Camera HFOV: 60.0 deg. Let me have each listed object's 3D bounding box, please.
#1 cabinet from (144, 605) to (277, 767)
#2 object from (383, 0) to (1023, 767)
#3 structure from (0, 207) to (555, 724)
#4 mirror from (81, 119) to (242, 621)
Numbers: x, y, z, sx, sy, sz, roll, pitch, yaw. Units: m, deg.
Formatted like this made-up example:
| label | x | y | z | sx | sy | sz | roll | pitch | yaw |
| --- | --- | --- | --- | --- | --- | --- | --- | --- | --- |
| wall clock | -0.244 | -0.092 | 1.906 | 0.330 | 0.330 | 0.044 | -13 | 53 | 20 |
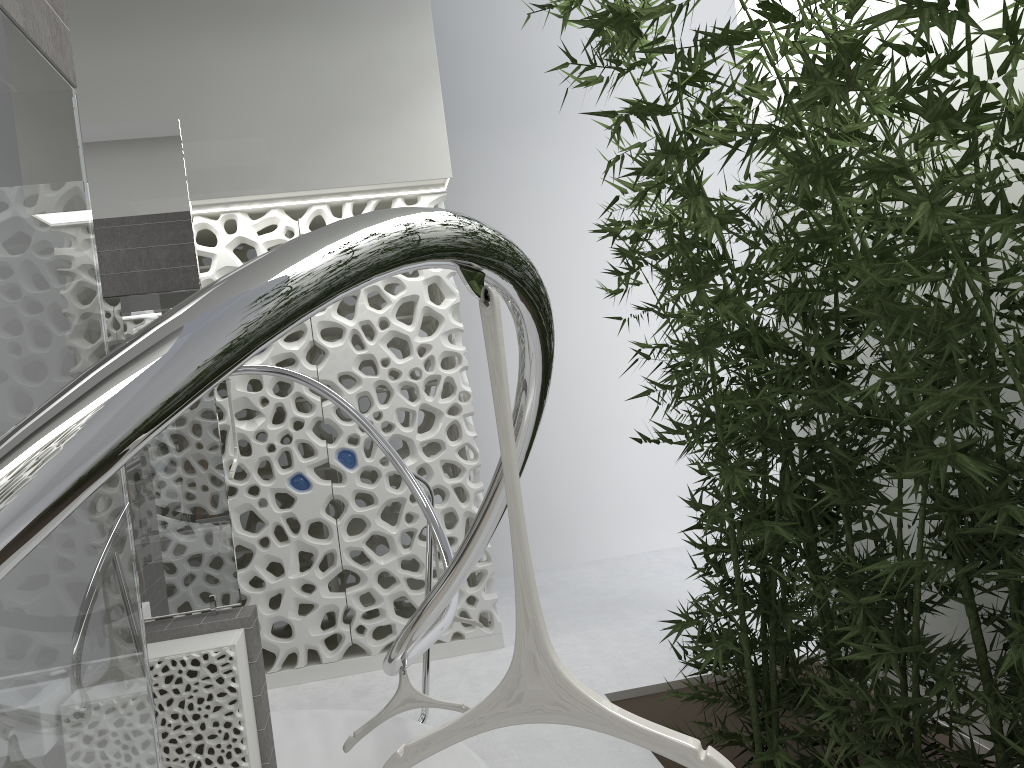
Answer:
| label | x | y | z | sx | sy | sz | roll | pitch | yaw |
| --- | --- | --- | --- | --- | --- | --- | --- | --- | --- |
| cabinet | -1.551 | 1.390 | 3.333 | 1.200 | 0.870 | 0.461 | -7 | 0 | -9 |
| object | 0.978 | -0.317 | 2.527 | 4.097 | 4.038 | 4.664 | -7 | 0 | 40 |
| structure | -2.446 | 1.048 | 2.317 | 5.250 | 2.080 | 5.433 | -7 | 0 | -14 |
| mirror | -1.760 | -0.019 | 3.505 | 1.100 | 1.980 | 0.030 | -7 | 0 | -9 |
